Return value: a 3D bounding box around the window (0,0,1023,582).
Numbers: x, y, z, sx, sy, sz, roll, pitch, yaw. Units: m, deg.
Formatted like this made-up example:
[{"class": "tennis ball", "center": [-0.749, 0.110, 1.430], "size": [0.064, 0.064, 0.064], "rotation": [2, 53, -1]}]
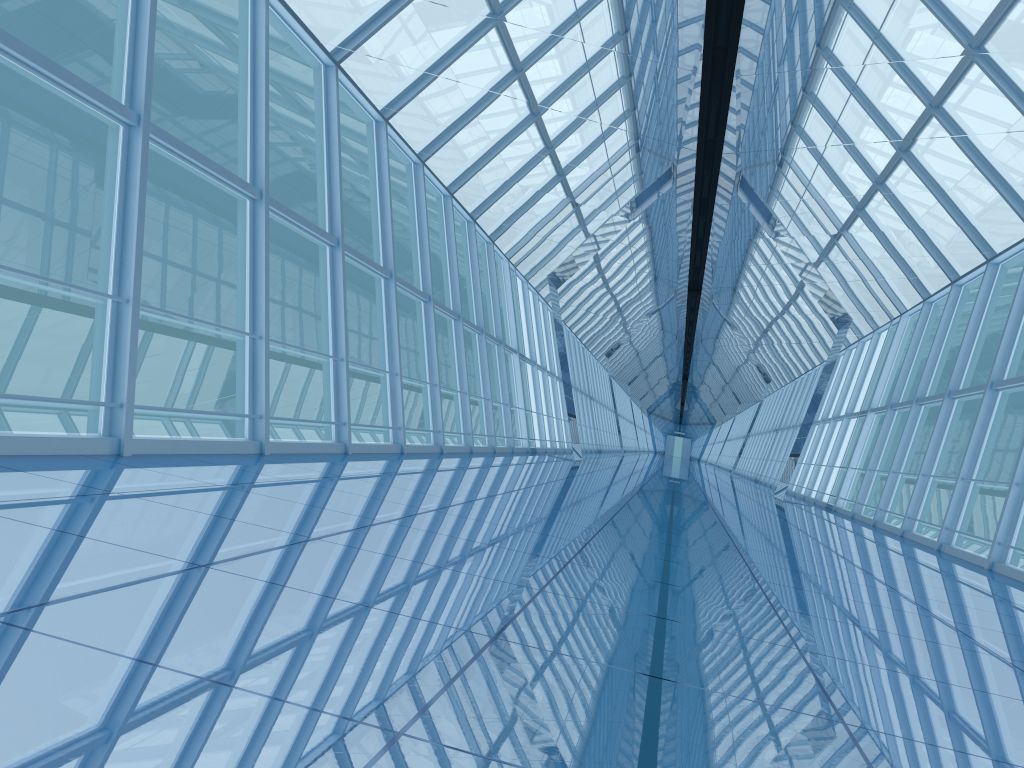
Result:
[{"class": "window", "center": [9.293, 1.948, 46.536], "size": [10.014, 4.965, 103.968], "rotation": [9, -3, 12]}]
